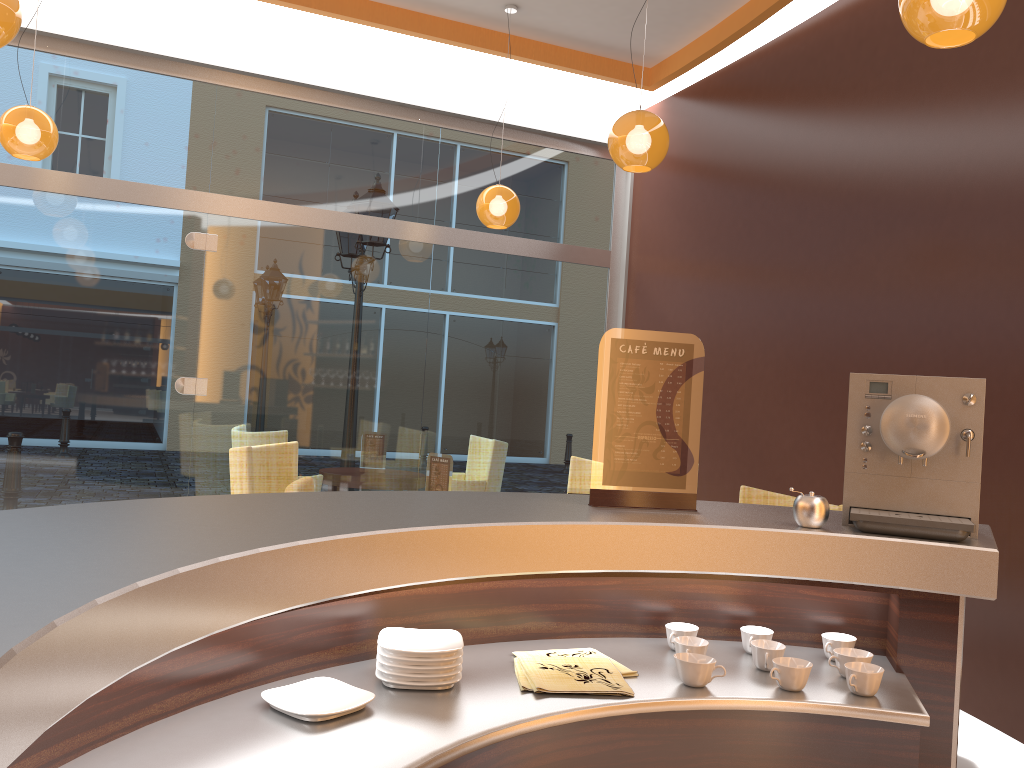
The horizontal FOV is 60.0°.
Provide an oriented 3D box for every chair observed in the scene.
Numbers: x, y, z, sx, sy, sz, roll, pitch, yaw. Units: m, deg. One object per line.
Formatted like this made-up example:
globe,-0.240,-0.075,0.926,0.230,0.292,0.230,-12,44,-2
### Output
chair,-1.226,0.845,4.886,0.685,1.017,0.729,3,-1,9
chair,-0.436,0.854,2.985,0.729,1.017,0.685,2,-2,45
chair,1.008,0.961,3.665,0.685,1.017,0.729,4,-1,-16
chair,0.339,0.951,5.197,0.685,1.017,0.729,4,-1,-20

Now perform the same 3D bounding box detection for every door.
door,-2.939,0.012,5.796,1.640,2.499,0.020,4,-1,-23

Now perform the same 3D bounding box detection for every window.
window,-2.907,-0.487,5.807,8.200,3.380,0.040,4,-1,-23

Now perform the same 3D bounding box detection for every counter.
counter,-0.127,0.792,1.119,1.586,1.100,2.917,3,-1,22

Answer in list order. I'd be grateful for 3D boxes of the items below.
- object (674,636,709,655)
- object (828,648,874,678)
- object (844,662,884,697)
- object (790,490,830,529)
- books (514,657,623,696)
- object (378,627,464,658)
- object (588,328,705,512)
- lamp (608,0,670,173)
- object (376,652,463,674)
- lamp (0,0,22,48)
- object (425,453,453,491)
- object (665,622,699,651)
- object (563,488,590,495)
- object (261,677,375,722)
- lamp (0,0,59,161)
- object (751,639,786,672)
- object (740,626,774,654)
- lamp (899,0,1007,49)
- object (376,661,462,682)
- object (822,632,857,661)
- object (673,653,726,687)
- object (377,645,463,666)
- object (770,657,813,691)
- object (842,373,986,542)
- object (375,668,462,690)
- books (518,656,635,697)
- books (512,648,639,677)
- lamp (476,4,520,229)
object,0.361,0.542,1.780,0.073,0.050,0.086,4,-1,-17
object,0.679,0.562,1.771,0.073,0.050,0.086,3,-1,34
object,0.662,0.559,1.667,0.073,0.050,0.086,3,-1,9
object,0.640,0.268,1.897,0.075,0.077,0.075,3,-2,36
books,0.100,0.542,1.652,0.187,0.011,0.189,4,-1,-3
object,-0.164,0.465,1.589,0.153,0.020,0.153,4,-1,-6
object,0.318,0.082,2.070,0.258,0.414,0.052,4,-1,-9
lamp,0.656,-1.795,4.338,0.299,1.500,0.299,2,-2,45
object,-0.165,0.492,1.589,0.153,0.020,0.153,4,-1,-6
lamp,-1.911,-1.982,3.235,0.299,1.500,0.299,4,-1,-12
object,-0.414,0.560,5.002,0.209,0.335,0.042,3,-2,42
object,0.363,0.545,1.895,0.073,0.050,0.086,4,-1,-2
object,0.286,0.571,3.404,0.209,0.335,0.042,4,-1,-9
object,-0.310,0.507,1.421,0.153,0.020,0.153,3,-2,38
lamp,-2.621,-1.992,4.889,0.299,1.500,0.299,3,-2,41
object,0.519,0.552,1.791,0.073,0.050,0.086,4,-1,-18
object,0.528,0.555,1.907,0.073,0.050,0.086,4,-1,-8
lamp,1.366,-1.785,2.684,0.299,1.500,0.299,5,-2,-45
object,-0.166,0.506,1.588,0.153,0.020,0.153,4,-1,-6
object,0.698,0.566,1.894,0.073,0.050,0.086,3,-1,9
object,0.346,0.539,1.663,0.086,0.050,0.073,4,-1,-12
object,-0.165,0.478,1.589,0.153,0.020,0.153,4,-1,-6
object,0.526,0.550,1.670,0.073,0.050,0.086,3,-1,22
object,0.891,0.154,1.981,0.270,0.340,0.373,3,-1,22
object,-0.167,0.519,1.588,0.153,0.020,0.153,4,-1,-6
books,0.115,0.540,1.646,0.185,0.016,0.188,4,-1,-8
books,0.121,0.546,1.738,0.193,0.009,0.189,4,-1,-24
lamp,-0.054,-1.805,5.992,0.299,1.500,0.299,3,-1,34
